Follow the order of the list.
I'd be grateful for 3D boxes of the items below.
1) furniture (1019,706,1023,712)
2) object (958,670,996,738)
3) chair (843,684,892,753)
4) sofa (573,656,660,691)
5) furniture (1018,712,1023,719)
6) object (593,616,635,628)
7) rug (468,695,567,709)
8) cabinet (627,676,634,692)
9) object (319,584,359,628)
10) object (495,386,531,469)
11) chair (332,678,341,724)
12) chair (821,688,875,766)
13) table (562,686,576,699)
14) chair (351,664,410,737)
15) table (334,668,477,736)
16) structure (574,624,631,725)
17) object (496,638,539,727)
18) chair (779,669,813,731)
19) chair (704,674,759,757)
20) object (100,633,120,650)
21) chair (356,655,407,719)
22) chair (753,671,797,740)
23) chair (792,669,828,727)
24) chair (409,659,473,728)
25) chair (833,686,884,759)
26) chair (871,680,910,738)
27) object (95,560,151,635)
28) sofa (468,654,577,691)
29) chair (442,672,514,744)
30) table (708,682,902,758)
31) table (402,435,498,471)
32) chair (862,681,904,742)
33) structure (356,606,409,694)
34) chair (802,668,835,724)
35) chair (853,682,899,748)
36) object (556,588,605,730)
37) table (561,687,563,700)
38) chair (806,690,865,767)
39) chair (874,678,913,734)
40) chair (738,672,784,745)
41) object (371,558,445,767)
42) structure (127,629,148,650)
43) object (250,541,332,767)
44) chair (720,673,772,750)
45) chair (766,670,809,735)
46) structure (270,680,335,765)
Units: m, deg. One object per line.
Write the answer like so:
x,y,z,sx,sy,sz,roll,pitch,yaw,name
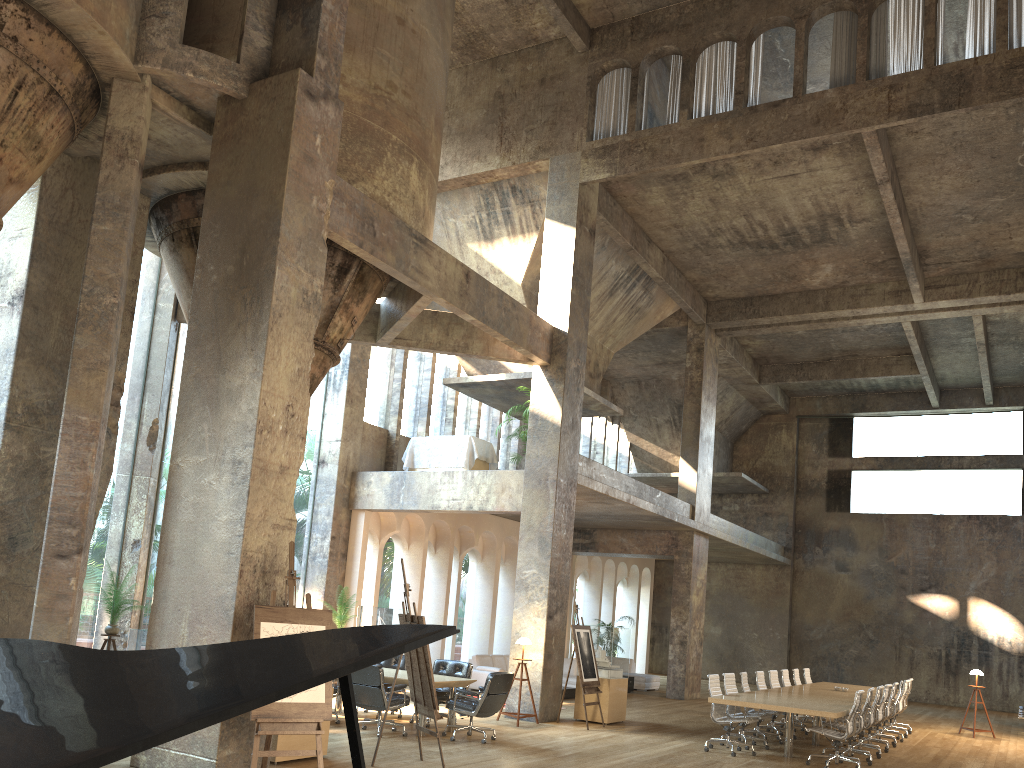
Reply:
12.025,7.466,20.138,0.709,0.825,1.911,-1,-15,30,furniture
8.993,6.230,17.187,0.664,1.272,0.577,9,-9,-26,object
5.556,5.172,13.713,0.701,1.005,0.677,-3,-12,39,chair
2.642,7.341,22.407,2.070,0.706,1.094,-3,-15,30,sofa
10.835,6.838,18.096,0.709,0.825,1.911,-1,-15,30,furniture
2.618,7.216,24.080,1.405,1.777,1.382,-3,-12,36,object
-0.382,5.785,16.001,2.466,0.009,1.375,-4,-17,30,rug
2.372,6.967,20.364,0.396,0.362,1.595,-2,-15,30,cabinet
-3.084,4.027,15.640,0.687,0.921,0.879,1,-11,21,object
0.492,0.822,15.812,1.405,1.773,1.382,-3,-12,36,object
-2.632,4.031,11.666,0.730,0.875,0.838,-1,-12,31,chair
4.655,4.693,12.157,0.700,1.005,0.678,-2,-11,34,chair
0.731,6.285,17.934,0.791,0.198,1.134,-3,-16,30,table
-1.668,3.964,11.102,0.731,0.875,0.837,-3,-13,37,chair
-1.818,4.292,12.047,2.414,0.686,1.128,-4,-15,30,table
1.496,4.765,14.452,0.594,1.517,0.758,0,-10,30,structure
0.054,4.491,13.334,0.571,1.272,0.671,0,-10,31,object
5.186,5.698,15.856,0.700,1.005,0.678,-2,-12,36,chair
3.011,4.529,12.047,0.700,1.005,0.678,-2,-12,36,chair
-5.061,3.601,10.938,0.663,0.953,0.578,9,-10,-23,object
-1.906,4.412,12.905,0.729,0.874,0.840,4,-11,5,chair
4.299,5.229,14.335,0.700,1.005,0.678,-2,-12,36,chair
5.641,5.940,16.642,0.700,1.005,0.678,-2,-11,34,chair
-1.018,4.360,12.421,0.729,0.875,0.839,0,-12,24,chair
5.111,4.935,12.943,0.700,1.005,0.678,-2,-12,36,chair
6.878,5.875,16.000,0.701,1.005,0.677,-3,-12,39,chair
-4.888,2.649,10.908,0.860,0.921,0.702,-2,-12,33,object
0.549,6.233,18.812,2.067,0.707,2.991,-3,-16,30,sofa
-0.474,4.104,11.264,0.821,0.875,0.746,-1,-12,27,chair
5.135,5.423,14.306,1.603,0.743,7.878,-3,-16,30,table
-1.190,1.452,16.809,1.752,0.786,1.139,-3,-14,30,table
6.451,5.650,15.268,0.699,1.005,0.679,-1,-11,30,chair
-2.349,4.758,15.648,0.594,1.517,0.758,0,-10,30,structure
6.115,6.189,17.452,0.700,1.005,0.678,-2,-12,36,chair
5.997,5.403,14.465,0.700,1.005,0.678,-2,-12,36,chair
1.092,4.265,13.713,0.684,2.105,0.715,0,-9,30,object
0.550,6.167,17.620,0.861,0.241,0.378,-4,-15,30,table
1.760,4.636,12.831,12.970,1.011,32.174,-4,-17,29,chair
7.283,6.104,16.754,0.700,1.005,0.678,-2,-12,36,chair
3.830,4.984,13.540,0.699,1.005,0.679,-1,-11,30,chair
-1.038,2.900,9.137,0.690,2.105,0.709,9,-9,-27,object
-4.678,3.854,11.875,0.735,0.994,0.759,-1,-11,30,structure
-1.887,2.396,7.469,0.709,2.105,0.690,10,-9,-33,object
3.411,4.758,12.803,0.701,1.005,0.677,-3,-12,39,chair
4.740,5.461,15.086,0.701,1.005,0.677,-3,-12,39,chair
-2.381,3.304,9.029,0.744,0.994,0.750,-1,-11,30,structure
